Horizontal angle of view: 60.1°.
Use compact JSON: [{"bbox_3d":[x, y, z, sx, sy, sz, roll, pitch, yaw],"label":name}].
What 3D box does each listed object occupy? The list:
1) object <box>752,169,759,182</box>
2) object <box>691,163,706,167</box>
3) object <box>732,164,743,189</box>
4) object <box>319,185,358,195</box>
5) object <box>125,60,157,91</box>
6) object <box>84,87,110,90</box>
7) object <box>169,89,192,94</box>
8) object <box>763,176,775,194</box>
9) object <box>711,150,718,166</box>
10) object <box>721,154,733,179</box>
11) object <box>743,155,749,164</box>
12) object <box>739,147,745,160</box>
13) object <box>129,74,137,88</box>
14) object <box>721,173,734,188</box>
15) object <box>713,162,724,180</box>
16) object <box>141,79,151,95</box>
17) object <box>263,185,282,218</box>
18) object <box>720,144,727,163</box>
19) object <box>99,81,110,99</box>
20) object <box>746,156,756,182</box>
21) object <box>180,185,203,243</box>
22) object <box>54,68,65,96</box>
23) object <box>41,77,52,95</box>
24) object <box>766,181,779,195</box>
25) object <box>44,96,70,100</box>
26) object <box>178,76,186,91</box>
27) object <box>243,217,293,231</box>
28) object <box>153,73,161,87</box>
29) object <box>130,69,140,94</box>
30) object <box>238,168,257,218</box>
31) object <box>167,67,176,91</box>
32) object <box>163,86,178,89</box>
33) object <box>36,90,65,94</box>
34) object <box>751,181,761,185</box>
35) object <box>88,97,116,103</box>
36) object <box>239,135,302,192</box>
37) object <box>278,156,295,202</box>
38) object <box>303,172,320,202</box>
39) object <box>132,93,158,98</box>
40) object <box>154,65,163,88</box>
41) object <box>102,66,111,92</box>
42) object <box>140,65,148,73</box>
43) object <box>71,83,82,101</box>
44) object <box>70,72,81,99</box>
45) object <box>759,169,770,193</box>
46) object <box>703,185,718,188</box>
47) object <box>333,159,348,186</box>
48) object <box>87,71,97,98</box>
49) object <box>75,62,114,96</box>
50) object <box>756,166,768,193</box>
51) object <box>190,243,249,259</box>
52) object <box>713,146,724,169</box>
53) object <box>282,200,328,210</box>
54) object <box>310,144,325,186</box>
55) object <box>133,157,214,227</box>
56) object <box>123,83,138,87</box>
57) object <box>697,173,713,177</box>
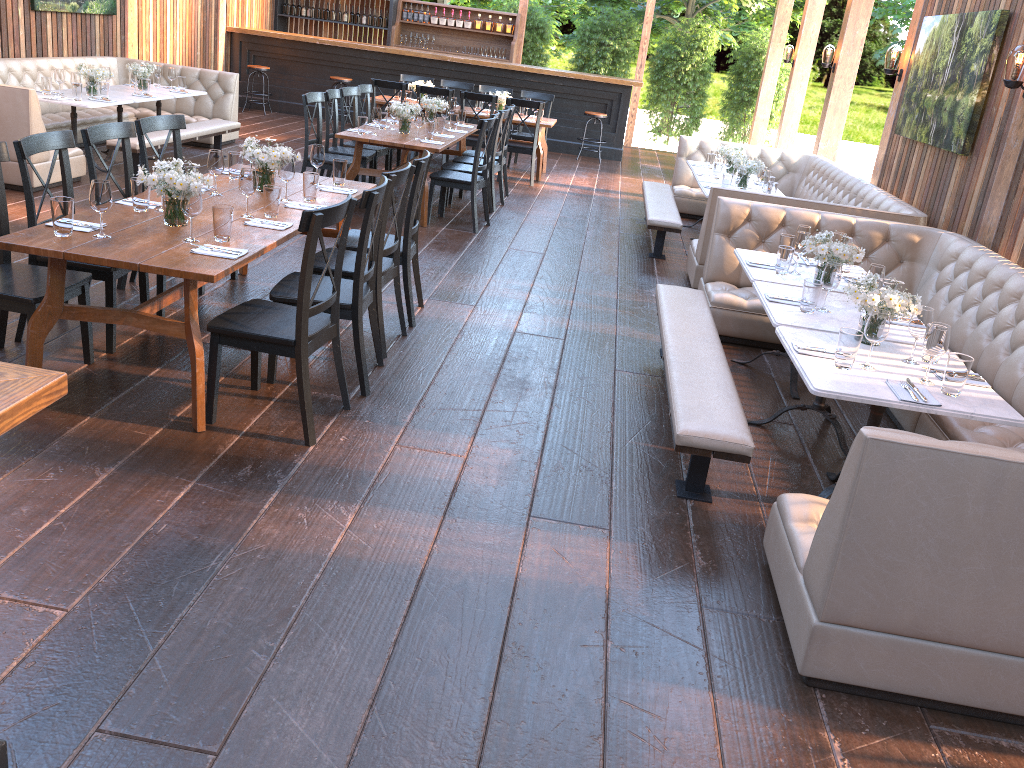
[{"bbox_3d":[2.442,-2.095,8.810,0.092,0.155,0.094,5,20,-9],"label":"object"},{"bbox_3d":[2.052,-2.345,9.492,0.255,0.018,0.161,9,22,4],"label":"object"},{"bbox_3d":[2.003,-1.830,7.888,0.092,0.239,0.094,-6,24,-35],"label":"object"},{"bbox_3d":[-1.084,-1.199,5.435,0.255,0.018,0.161,9,22,4],"label":"object"},{"bbox_3d":[-4.012,-3.340,9.587,0.329,0.303,0.343,0,22,-20],"label":"object"},{"bbox_3d":[-4.323,-3.099,9.266,0.255,0.018,0.161,9,22,4],"label":"object"},{"bbox_3d":[-3.730,-3.280,9.917,0.255,0.018,0.161,9,22,4],"label":"object"},{"bbox_3d":[2.341,-1.815,8.079,0.092,0.155,0.094,5,20,-9],"label":"object"},{"bbox_3d":[2.208,-2.470,9.673,0.092,0.155,0.094,5,20,-9],"label":"object"},{"bbox_3d":[2.099,-2.120,8.646,0.093,0.239,0.093,-9,25,-40],"label":"object"},{"bbox_3d":[2.534,-2.384,9.564,0.092,0.155,0.094,5,20,-9],"label":"object"},{"bbox_3d":[2.445,-2.414,9.496,0.093,0.239,0.093,-9,25,-40],"label":"object"},{"bbox_3d":[-4.195,-3.369,9.801,0.092,0.155,0.094,5,20,-9],"label":"object"},{"bbox_3d":[1.903,-1.781,7.847,0.092,0.155,0.094,5,20,-9],"label":"object"},{"bbox_3d":[1.999,-2.071,8.605,0.092,0.155,0.094,5,20,-9],"label":"object"},{"bbox_3d":[-3.843,-3.121,9.295,0.092,0.155,0.094,5,20,-9],"label":"object"},{"bbox_3d":[-1.234,-0.937,4.545,0.092,0.155,0.093,11,20,10],"label":"object"},{"bbox_3d":[2.267,-2.468,9.571,0.093,0.239,0.093,-9,25,-40],"label":"object"},{"bbox_3d":[-3.944,-2.841,8.564,0.092,0.155,0.094,5,20,-9],"label":"object"},{"bbox_3d":[2.353,-2.124,8.742,0.093,0.239,0.093,-9,25,-40],"label":"object"},{"bbox_3d":[-1.415,-0.750,3.905,0.092,0.239,0.094,-6,24,-35],"label":"object"},{"bbox_3d":[-4.282,-2.856,8.373,0.092,0.239,0.094,-6,24,-35],"label":"object"},{"bbox_3d":[-4.382,-2.807,8.332,0.092,0.155,0.094,5,20,-9],"label":"object"},{"bbox_3d":[2.258,-1.678,7.708,0.092,0.155,0.094,5,20,-9],"label":"object"},{"bbox_3d":[-4.198,-2.648,8.180,0.157,0.018,0.260,9,22,4],"label":"object"},{"bbox_3d":[-3.750,-3.410,10.049,0.092,0.155,0.094,5,20,-9],"label":"object"},{"bbox_3d":[-1.230,-0.804,4.400,0.255,0.018,0.161,9,22,4],"label":"object"},{"bbox_3d":[-4.077,-3.496,10.158,0.092,0.155,0.094,5,20,-9],"label":"object"},{"bbox_3d":[-3.932,-3.150,9.227,0.093,0.239,0.093,-9,25,-40],"label":"object"},{"bbox_3d":[-1.335,-0.964,4.466,0.092,0.239,0.094,8,19,2],"label":"object"},{"bbox_3d":[-3.839,-3.440,9.981,0.093,0.239,0.093,-9,25,-40],"label":"object"},{"bbox_3d":[-3.923,-3.425,10.214,0.157,0.018,0.260,9,22,4],"label":"object"},{"bbox_3d":[-4.420,-2.808,8.508,0.255,0.018,0.161,9,22,4],"label":"object"},{"bbox_3d":[2.462,-1.965,8.677,0.255,0.018,0.161,9,22,4],"label":"object"},{"bbox_3d":[-3.923,-2.712,8.431,0.255,0.018,0.161,9,22,4],"label":"object"},{"bbox_3d":[-1.411,-1.268,5.115,0.333,0.303,0.338,25,26,39],"label":"object"},{"bbox_3d":[-1.260,-1.144,4.940,0.092,0.239,0.094,10,19,7],"label":"object"},{"bbox_3d":[-1.147,-1.121,5.035,0.092,0.155,0.093,19,22,29],"label":"object"},{"bbox_3d":[-3.823,-2.991,9.162,0.255,0.018,0.161,9,22,4],"label":"object"},{"bbox_3d":[-4.018,-3.494,10.056,0.093,0.239,0.093,-9,25,-40],"label":"object"},{"bbox_3d":[-4.186,-3.146,9.132,0.093,0.239,0.093,-9,25,-40],"label":"object"},{"bbox_3d":[-4.096,-3.418,9.842,0.093,0.239,0.093,-9,25,-40],"label":"object"},{"bbox_3d":[-4.026,-2.704,8.193,0.092,0.155,0.094,5,20,-9],"label":"object"},{"bbox_3d":[-4.075,-2.786,8.267,0.092,0.239,0.094,-6,24,-35],"label":"object"},{"bbox_3d":[2.210,-1.760,7.782,0.092,0.239,0.094,-6,24,-35],"label":"object"},{"bbox_3d":[1.865,-1.782,8.023,0.255,0.018,0.161,9,22,4],"label":"object"},{"bbox_3d":[-1.090,-1.335,5.589,0.093,0.155,0.092,24,25,38],"label":"object"},{"bbox_3d":[-4.033,-2.871,8.495,0.092,0.239,0.094,-6,24,-35],"label":"object"},{"bbox_3d":[-4.107,-2.991,8.683,0.331,0.303,0.340,17,22,25],"label":"object"},{"bbox_3d":[2.252,-1.845,8.010,0.092,0.239,0.094,-6,24,-35],"label":"object"},{"bbox_3d":[-1.284,-0.582,3.827,0.255,0.018,0.161,9,22,4],"label":"object"},{"bbox_3d":[2.189,-2.392,9.357,0.093,0.239,0.093,-9,25,-40],"label":"object"},{"bbox_3d":[-1.156,-0.988,4.884,0.255,0.018,0.161,9,22,4],"label":"object"},{"bbox_3d":[-1.212,-1.362,5.502,0.092,0.239,0.094,10,19,7],"label":"object"},{"bbox_3d":[-1.566,-0.893,4.124,0.336,0.303,0.336,8,20,0],"label":"object"},{"bbox_3d":[-4.233,-3.371,9.977,0.255,0.018,0.161,9,22,4],"label":"object"},{"bbox_3d":[1.962,-2.073,8.781,0.255,0.018,0.161,9,22,4],"label":"object"}]
